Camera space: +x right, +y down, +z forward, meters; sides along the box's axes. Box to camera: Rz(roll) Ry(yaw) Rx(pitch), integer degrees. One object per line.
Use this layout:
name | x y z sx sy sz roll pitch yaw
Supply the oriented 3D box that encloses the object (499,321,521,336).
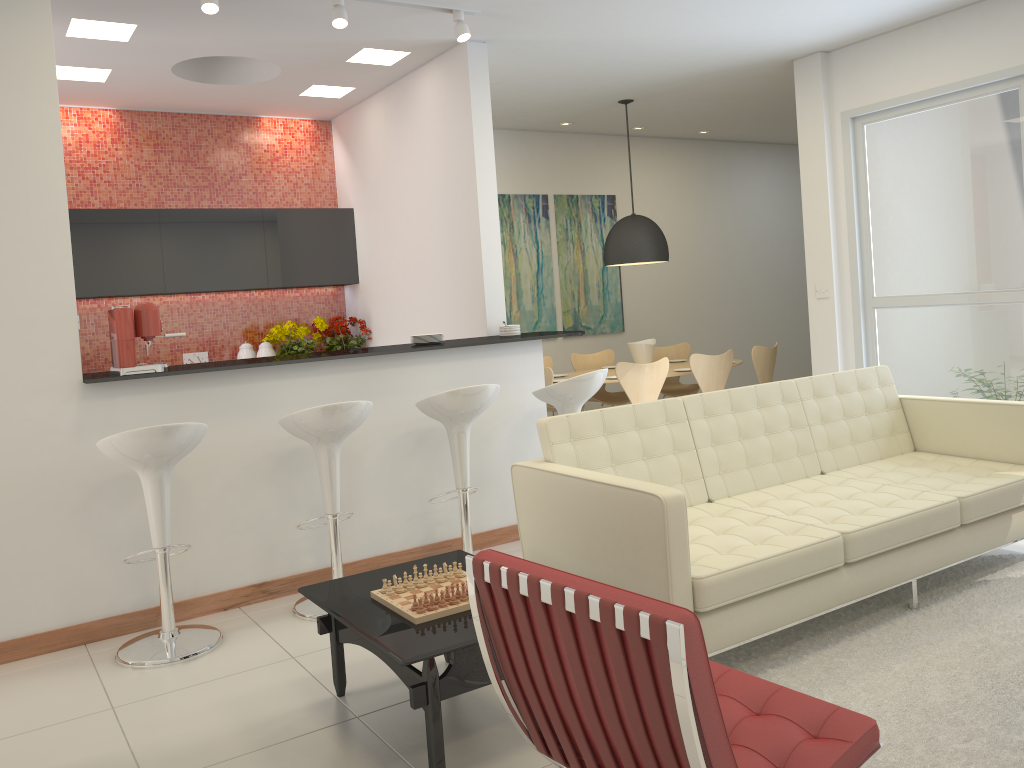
object | -0.029 -0.370 5.847 0.174 0.097 0.140 -8 5 -39

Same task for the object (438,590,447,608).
object | -0.229 0.704 2.909 0.030 0.055 0.030 -5 3 -24

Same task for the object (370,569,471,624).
object | -0.250 0.728 3.060 0.361 0.021 0.360 -7 6 -32

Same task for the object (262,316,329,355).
object | -1.814 -0.333 7.435 0.523 0.448 0.503 -6 4 -30

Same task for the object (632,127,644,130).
object | 1.347 -2.728 9.445 0.129 0.010 0.130 -3 5 13

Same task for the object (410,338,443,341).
object | -0.518 -0.269 5.434 0.210 0.015 0.211 -3 5 12

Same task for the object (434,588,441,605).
object | -0.250 0.705 2.943 0.030 0.049 0.030 -5 3 -24

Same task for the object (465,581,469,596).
object | -0.149 0.692 3.007 0.030 0.049 0.030 -5 3 -24

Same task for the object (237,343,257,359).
object | -2.204 -0.211 7.365 0.159 0.283 0.160 -3 3 20

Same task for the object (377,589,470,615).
object | -0.251 0.718 3.060 0.347 0.001 0.349 -7 6 -32

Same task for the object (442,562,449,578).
object | -0.243 0.677 3.231 0.030 0.052 0.030 -6 3 -39

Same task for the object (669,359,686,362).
object | 1.653 -0.229 8.865 0.210 0.015 0.211 0 6 36

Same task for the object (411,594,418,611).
object | -0.317 0.713 2.900 0.030 0.049 0.030 -5 3 -24

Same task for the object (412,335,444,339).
object | -0.519 -0.283 5.434 0.210 0.015 0.211 -3 5 12

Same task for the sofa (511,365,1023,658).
sofa | 1.355 0.491 4.052 2.572 0.920 1.001 -7 5 -32

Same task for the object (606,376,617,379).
object | 0.894 -0.055 7.527 0.210 0.015 0.211 -5 5 -6

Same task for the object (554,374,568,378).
object | 0.405 -0.072 8.107 0.210 0.015 0.211 -5 5 -10

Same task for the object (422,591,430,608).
object | -0.284 0.709 2.922 0.030 0.049 0.030 -5 3 -24

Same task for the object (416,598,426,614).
object | -0.296 0.718 2.867 0.030 0.044 0.030 -5 3 -24

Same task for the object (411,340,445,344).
object | -0.517 -0.255 5.435 0.210 0.015 0.211 -3 5 12

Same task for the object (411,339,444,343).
object | -0.517 -0.262 5.434 0.210 0.015 0.211 -3 5 12

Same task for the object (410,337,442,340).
object | -0.518 -0.276 5.434 0.210 0.015 0.211 -3 5 12

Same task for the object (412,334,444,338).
object | -0.519 -0.290 5.434 0.210 0.015 0.211 -3 5 12

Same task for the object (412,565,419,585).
object | -0.345 0.681 3.167 0.030 0.069 0.030 -5 3 -24

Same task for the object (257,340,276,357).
object | -2.025 -0.218 7.302 0.159 0.283 0.160 -3 3 20

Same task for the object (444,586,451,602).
object | -0.216 0.700 2.964 0.030 0.049 0.030 -5 3 -24

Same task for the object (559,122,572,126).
object | 0.540 -2.625 8.936 0.129 0.010 0.130 -3 5 13

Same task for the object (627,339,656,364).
object | 1.206 -0.266 8.168 0.271 0.279 0.262 -4 3 3

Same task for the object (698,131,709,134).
object | 2.154 -2.831 9.953 0.129 0.010 0.130 -3 5 13

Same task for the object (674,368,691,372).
object | 1.525 -0.122 7.777 0.210 0.015 0.211 -3 5 14

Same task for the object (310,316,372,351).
object | -1.461 -0.378 7.662 0.522 0.448 0.505 -1 5 38

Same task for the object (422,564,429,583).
object | -0.311 0.680 3.188 0.030 0.064 0.030 -5 3 -24

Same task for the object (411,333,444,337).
object | -0.520 -0.297 5.433 0.210 0.015 0.211 -3 5 12

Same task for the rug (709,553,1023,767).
rug | 1.934 1.006 3.019 3.336 0.004 2.444 -7 6 -31

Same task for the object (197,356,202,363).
object | -2.460 -0.127 7.079 0.139 0.195 0.009 -3 2 27

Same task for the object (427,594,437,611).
object | -0.262 0.709 2.888 0.030 0.052 0.030 -5 3 -24

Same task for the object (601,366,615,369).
object | 0.978 -0.162 8.653 0.210 0.015 0.211 -5 5 -14

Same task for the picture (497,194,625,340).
picture | 0.451 -1.230 9.270 1.743 1.504 0.020 -6 3 -32

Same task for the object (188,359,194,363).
object | -2.472 -0.119 7.017 0.164 0.177 0.011 -5 2 -18

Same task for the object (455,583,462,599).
object | -0.182 0.696 2.985 0.030 0.049 0.030 -5 3 -24

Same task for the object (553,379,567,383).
object | 0.425 -0.025 7.564 0.210 0.015 0.211 -5 5 -10
